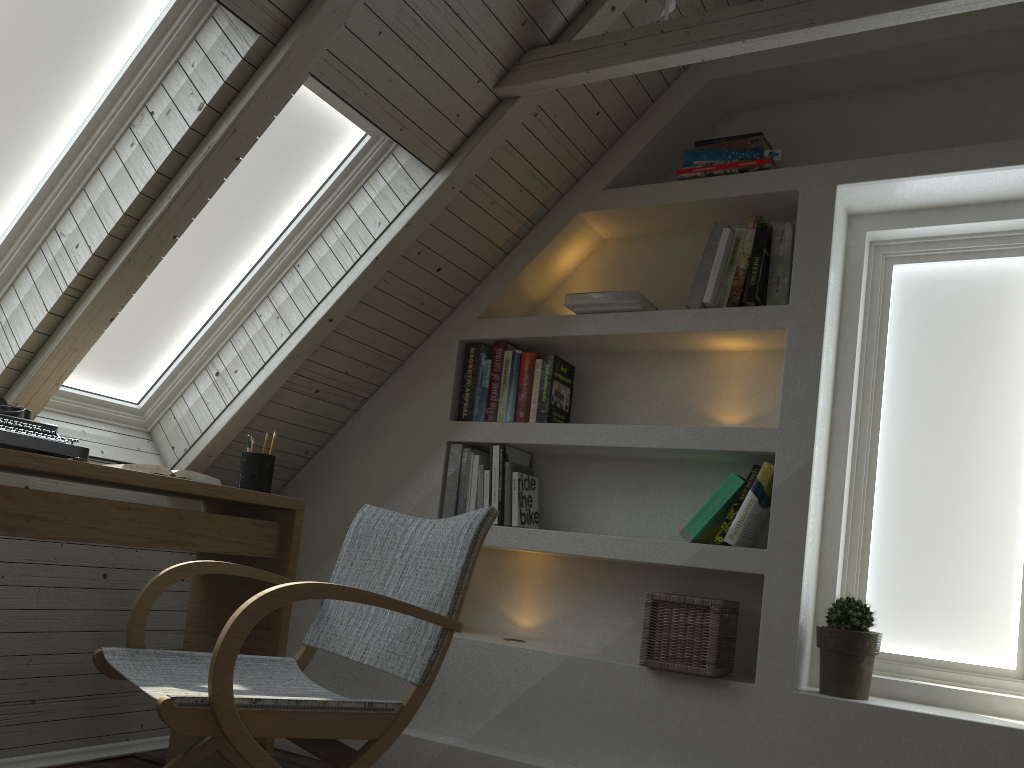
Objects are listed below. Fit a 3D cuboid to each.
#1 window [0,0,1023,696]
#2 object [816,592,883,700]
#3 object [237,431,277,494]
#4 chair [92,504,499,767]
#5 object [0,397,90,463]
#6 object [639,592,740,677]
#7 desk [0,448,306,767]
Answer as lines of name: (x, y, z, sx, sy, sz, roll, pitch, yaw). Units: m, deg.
window: (-0.150, -0.112, 1.992, 3.089, 1.357, 1.425, 5, -8, 7)
object: (0.859, 0.661, 2.248, 0.159, 0.268, 0.162, 4, -7, 23)
object: (-0.708, 0.217, 2.451, 0.088, 0.184, 0.089, 7, -6, -6)
chair: (-0.426, 0.580, 1.605, 0.566, 0.782, 0.552, 11, -8, -35)
object: (-1.120, 0.019, 1.866, 0.353, 0.235, 0.395, 2, -10, 25)
object: (0.490, 0.685, 2.418, 0.204, 0.198, 0.208, 2, -9, 30)
desk: (-1.107, 0.568, 1.964, 0.376, 0.795, 1.348, 3, -10, 30)
